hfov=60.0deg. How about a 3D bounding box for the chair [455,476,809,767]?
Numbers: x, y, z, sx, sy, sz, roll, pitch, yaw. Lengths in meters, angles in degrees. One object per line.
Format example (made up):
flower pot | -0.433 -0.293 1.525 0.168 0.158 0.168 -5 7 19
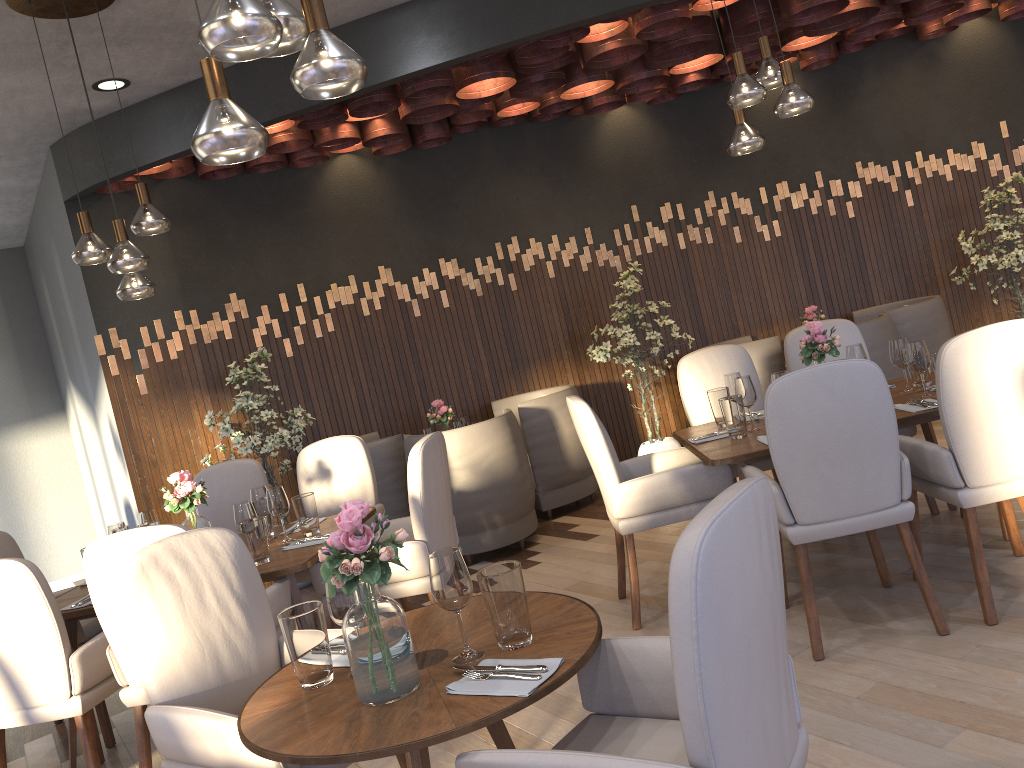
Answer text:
chair | 0.277 0.707 1.699 0.598 0.999 0.530 -12 3 35

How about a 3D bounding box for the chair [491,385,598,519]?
chair | 0.284 0.475 6.462 0.596 0.836 0.773 -14 3 -17

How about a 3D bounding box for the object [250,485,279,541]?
object | -1.127 0.589 4.029 0.092 0.244 0.092 -15 3 -36

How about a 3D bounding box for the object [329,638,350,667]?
object | -0.403 0.657 2.194 0.254 0.019 0.158 -11 4 34

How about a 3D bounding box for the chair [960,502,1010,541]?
chair | 2.267 0.091 3.905 0.599 0.999 0.529 -13 2 4

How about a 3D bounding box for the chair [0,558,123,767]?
chair | -1.658 1.060 3.298 0.527 0.999 0.601 -13 2 12

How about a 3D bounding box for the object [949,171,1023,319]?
object | 3.795 -0.776 6.745 0.786 1.615 0.749 -12 3 35

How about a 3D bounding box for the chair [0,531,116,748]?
chair | -2.084 1.114 4.019 0.599 0.999 0.529 -13 2 6

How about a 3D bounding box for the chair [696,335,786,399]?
chair | 1.796 0.088 6.905 0.595 0.836 0.775 -13 3 -2

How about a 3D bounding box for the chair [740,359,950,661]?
chair | 1.166 0.394 3.259 0.528 0.999 0.601 -13 2 5

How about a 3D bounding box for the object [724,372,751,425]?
object | 1.042 0.071 4.093 0.092 0.244 0.092 -11 3 45

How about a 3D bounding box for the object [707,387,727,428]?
object | 0.989 0.112 4.185 0.102 0.178 0.102 -15 3 -31

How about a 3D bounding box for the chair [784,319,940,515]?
chair | 1.753 0.169 4.572 0.528 0.999 0.601 -13 2 5

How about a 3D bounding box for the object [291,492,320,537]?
object | -0.905 0.578 3.914 0.102 0.178 0.102 -11 3 39

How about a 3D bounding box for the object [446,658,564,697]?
object | -0.033 0.594 1.821 0.254 0.019 0.158 -11 4 33

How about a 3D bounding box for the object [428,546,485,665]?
object | -0.124 0.490 1.970 0.092 0.244 0.092 -15 3 -38

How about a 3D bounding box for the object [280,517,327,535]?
object | -0.985 0.664 4.148 0.157 0.019 0.256 -13 4 12

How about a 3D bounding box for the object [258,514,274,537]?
object | -1.165 0.625 4.129 0.102 0.178 0.102 -15 3 -42

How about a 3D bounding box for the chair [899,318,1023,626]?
chair | 1.716 0.265 3.237 0.528 0.999 0.600 -13 2 -1

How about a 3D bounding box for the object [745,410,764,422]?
object | 1.163 0.149 4.230 0.157 0.019 0.255 -13 4 3

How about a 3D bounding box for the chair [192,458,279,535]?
chair | -1.467 0.931 4.586 0.528 0.999 0.601 -13 2 5

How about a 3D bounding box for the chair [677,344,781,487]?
chair | 1.199 0.300 4.573 0.528 0.999 0.600 -13 2 -3

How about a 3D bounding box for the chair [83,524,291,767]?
chair | -1.115 0.938 3.206 0.528 0.999 0.601 -13 2 7

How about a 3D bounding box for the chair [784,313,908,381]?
chair | 2.398 -0.010 6.220 0.773 0.836 0.597 -13 2 8

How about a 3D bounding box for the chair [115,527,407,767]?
chair | -0.641 0.880 2.382 0.598 0.999 0.530 -12 3 35

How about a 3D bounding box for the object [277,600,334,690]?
object | -0.466 0.601 2.031 0.102 0.178 0.102 -15 3 -40

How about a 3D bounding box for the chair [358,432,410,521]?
chair | -1.001 0.805 6.071 0.597 0.836 0.773 -14 3 -22

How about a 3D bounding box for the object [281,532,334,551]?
object | -0.873 0.663 3.751 0.254 0.019 0.158 -12 4 13

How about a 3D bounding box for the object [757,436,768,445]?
object | 1.086 0.210 3.590 0.157 0.019 0.255 -13 4 1

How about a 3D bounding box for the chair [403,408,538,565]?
chair | -0.222 0.652 5.591 0.775 0.836 0.595 -14 3 -12

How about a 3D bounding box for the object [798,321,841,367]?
object | 1.363 -0.075 3.878 0.197 0.415 0.211 -13 2 16

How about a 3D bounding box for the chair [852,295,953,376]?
chair | 3.087 -0.212 6.820 0.595 0.836 0.775 -13 3 3

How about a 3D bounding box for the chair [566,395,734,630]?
chair | 0.643 0.474 3.924 0.600 0.999 0.529 -13 2 -1

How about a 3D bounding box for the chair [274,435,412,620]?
chair | -0.916 0.805 4.514 0.527 0.999 0.601 -13 2 12

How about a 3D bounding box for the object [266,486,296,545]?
object | -1.009 0.572 3.869 0.092 0.244 0.092 -14 2 -29

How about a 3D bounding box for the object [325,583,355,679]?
object | -0.367 0.543 2.036 0.092 0.244 0.092 -13 2 14

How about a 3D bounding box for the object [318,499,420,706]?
object | -0.295 0.449 1.874 0.197 0.415 0.211 -13 2 16

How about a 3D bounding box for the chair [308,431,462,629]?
chair | -0.488 0.751 3.786 0.599 0.999 0.529 -13 2 12

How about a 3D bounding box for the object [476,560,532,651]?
object | -0.011 0.496 1.979 0.102 0.178 0.102 -12 3 39
